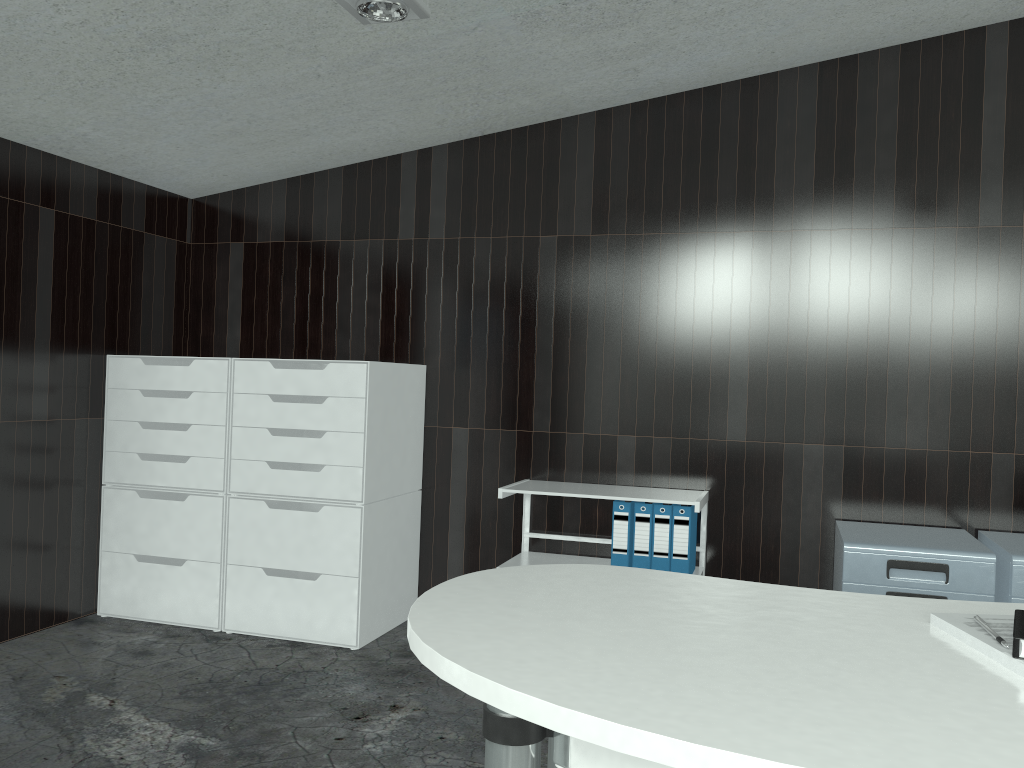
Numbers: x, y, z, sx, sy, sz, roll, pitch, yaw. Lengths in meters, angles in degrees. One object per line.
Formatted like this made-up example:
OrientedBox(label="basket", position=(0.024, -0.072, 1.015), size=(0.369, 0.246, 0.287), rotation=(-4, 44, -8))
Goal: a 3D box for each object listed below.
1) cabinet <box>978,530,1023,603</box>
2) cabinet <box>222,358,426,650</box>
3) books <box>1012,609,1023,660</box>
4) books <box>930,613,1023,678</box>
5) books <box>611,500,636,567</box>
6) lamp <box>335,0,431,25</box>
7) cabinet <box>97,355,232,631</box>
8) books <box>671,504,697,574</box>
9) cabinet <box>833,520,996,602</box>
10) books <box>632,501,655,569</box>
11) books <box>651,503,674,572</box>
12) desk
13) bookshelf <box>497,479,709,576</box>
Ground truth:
OrientedBox(label="cabinet", position=(1.923, 0.953, 3.073), size=(0.502, 0.648, 0.598), rotation=(2, 0, 17))
OrientedBox(label="cabinet", position=(-0.811, 0.536, 3.931), size=(0.639, 1.292, 0.587), rotation=(2, 0, 17))
OrientedBox(label="books", position=(0.769, 0.385, 1.193), size=(0.164, 0.032, 0.183), rotation=(2, 0, 30))
OrientedBox(label="books", position=(0.758, 0.410, 1.238), size=(0.210, 0.021, 0.297), rotation=(2, 0, 0))
OrientedBox(label="books", position=(0.467, 0.680, 3.631), size=(0.072, 0.320, 0.262), rotation=(2, 0, 17))
OrientedBox(label="lamp", position=(-0.357, -2.927, 2.220), size=(0.212, 3.595, 0.600), rotation=(2, 0, 17))
OrientedBox(label="cabinet", position=(-1.429, 0.515, 4.123), size=(0.639, 1.292, 0.587), rotation=(2, 0, 17))
OrientedBox(label="books", position=(0.693, 0.688, 3.561), size=(0.072, 0.320, 0.262), rotation=(2, 0, 17))
OrientedBox(label="cabinet", position=(1.432, 0.937, 3.226), size=(0.502, 0.648, 0.598), rotation=(2, 0, 17))
OrientedBox(label="books", position=(0.549, 0.683, 3.605), size=(0.072, 0.320, 0.262), rotation=(2, 0, 17))
OrientedBox(label="books", position=(0.621, 0.686, 3.583), size=(0.072, 0.320, 0.262), rotation=(2, 0, 17))
OrientedBox(label="desk", position=(0.596, 0.823, 1.205), size=(1.600, 0.818, 0.910), rotation=(2, 0, 12))
OrientedBox(label="bookshelf", position=(0.372, 0.853, 3.651), size=(0.817, 0.739, 0.403), rotation=(2, 0, 17))
